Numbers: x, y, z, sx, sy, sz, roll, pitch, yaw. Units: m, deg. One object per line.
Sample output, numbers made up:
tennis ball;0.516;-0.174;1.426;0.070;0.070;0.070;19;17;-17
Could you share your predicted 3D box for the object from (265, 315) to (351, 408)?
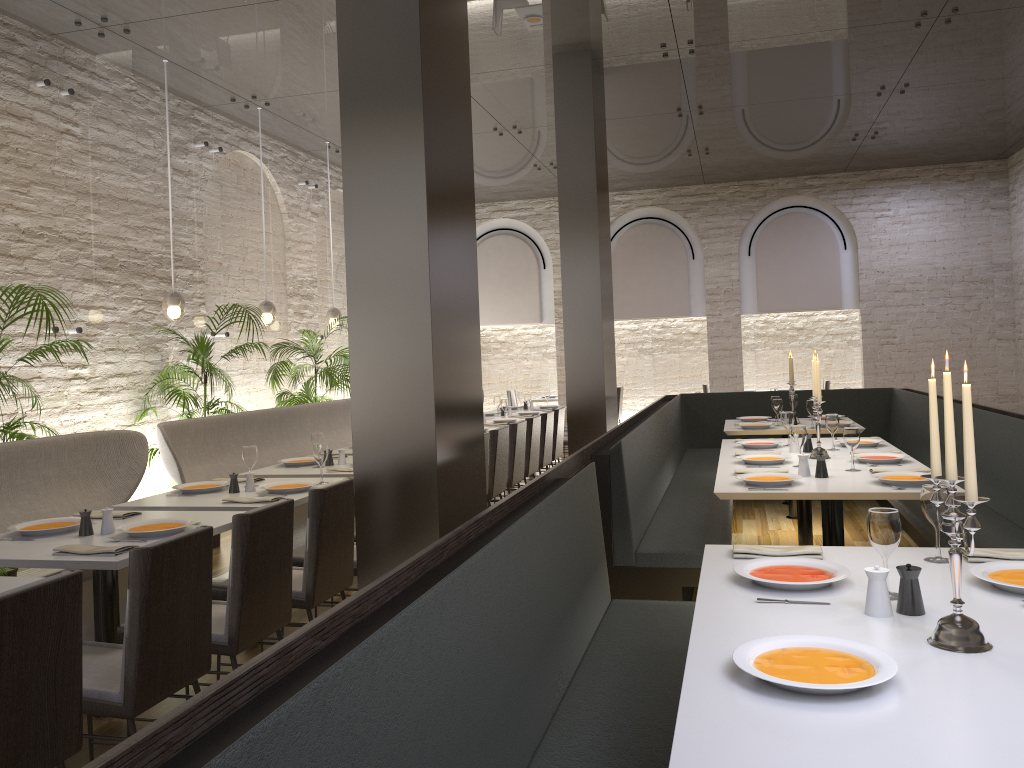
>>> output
object;-1.980;0.269;9.076;1.146;1.975;1.187;-2;0;-35

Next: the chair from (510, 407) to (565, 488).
chair;0.257;0.705;9.028;0.565;0.906;0.412;-2;0;14

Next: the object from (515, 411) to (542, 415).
object;0.196;0.345;10.360;0.322;0.036;0.321;-4;2;-38

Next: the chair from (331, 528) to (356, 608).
chair;-0.735;0.860;5.125;0.565;0.906;0.412;-2;0;14

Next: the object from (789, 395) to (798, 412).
object;2.600;0.215;8.175;0.086;0.231;0.086;-2;0;-16

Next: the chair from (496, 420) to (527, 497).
chair;-0.166;0.771;7.365;0.565;0.906;0.412;-2;0;14

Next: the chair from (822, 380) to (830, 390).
chair;4.523;0.406;13.396;0.565;0.906;0.412;-2;0;14

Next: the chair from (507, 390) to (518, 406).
chair;0.235;0.545;14.485;0.565;0.906;0.412;-2;0;14

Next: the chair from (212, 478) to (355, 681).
chair;-1.014;0.904;4.028;0.565;0.906;0.412;-2;0;14

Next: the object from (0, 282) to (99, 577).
object;-2.993;0.427;5.080;1.144;1.976;1.189;-2;0;45

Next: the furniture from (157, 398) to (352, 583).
furniture;-1.515;0.718;7.728;0.708;1.097;4.478;-2;2;14

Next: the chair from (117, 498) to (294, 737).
chair;-1.160;0.926;3.452;0.565;0.906;0.412;-2;0;14

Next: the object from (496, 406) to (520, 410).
object;-0.044;0.318;11.600;0.322;0.036;0.321;-4;2;-38

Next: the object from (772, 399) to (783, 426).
object;2.280;0.245;7.594;0.086;0.231;0.086;-2;-1;-40

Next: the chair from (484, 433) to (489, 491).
chair;-0.450;0.816;6.245;0.565;0.906;0.412;-2;0;14

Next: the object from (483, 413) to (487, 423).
object;-0.299;0.356;9.326;0.059;0.109;0.059;-2;0;-40

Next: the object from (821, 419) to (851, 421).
object;2.801;0.326;7.726;0.273;0.033;0.143;-2;2;14

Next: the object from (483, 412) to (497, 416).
object;-0.324;0.362;10.495;0.322;0.036;0.321;-4;2;-38

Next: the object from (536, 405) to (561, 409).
object;0.476;0.301;11.466;0.322;0.036;0.321;-4;2;-38

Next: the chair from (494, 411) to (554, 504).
chair;0.119;0.727;8.487;0.565;0.906;0.412;-2;0;14

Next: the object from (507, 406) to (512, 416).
object;-0.027;0.313;10.396;0.059;0.109;0.059;-2;0;-40

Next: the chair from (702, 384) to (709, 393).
chair;3.253;0.447;13.719;0.565;0.906;0.412;-2;0;14

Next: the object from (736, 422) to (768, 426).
object;2.098;0.353;7.752;0.273;0.033;0.143;-2;2;14

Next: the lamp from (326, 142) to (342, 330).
lamp;-1.967;-1.611;9.630;0.178;2.042;0.177;-2;-1;-7

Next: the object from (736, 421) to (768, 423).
object;2.136;0.347;7.902;0.273;0.033;0.143;-2;2;14

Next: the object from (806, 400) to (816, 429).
object;2.457;0.248;7.252;0.086;0.231;0.086;-2;-1;-40

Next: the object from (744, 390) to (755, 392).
object;3.602;0.113;13.636;0.322;0.036;0.321;-4;2;-41

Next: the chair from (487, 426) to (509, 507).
chair;-0.312;0.794;6.791;0.565;0.906;0.412;-2;0;14

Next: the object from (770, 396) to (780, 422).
object;2.391;0.227;8.034;0.086;0.231;0.086;-2;-1;-40

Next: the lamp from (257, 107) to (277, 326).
lamp;-2.316;-1.557;8.257;0.178;2.042;0.177;-2;-1;-1

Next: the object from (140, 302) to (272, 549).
object;-2.473;0.346;7.126;1.144;1.976;1.189;-2;0;45

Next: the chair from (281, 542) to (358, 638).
chair;-0.874;0.882;4.577;0.565;0.906;0.412;-2;0;14

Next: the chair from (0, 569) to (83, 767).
chair;-1.451;0.972;2.306;0.565;0.906;0.412;-2;0;14

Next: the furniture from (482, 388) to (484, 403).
furniture;-0.609;0.577;11.292;0.707;1.097;2.586;-2;1;14

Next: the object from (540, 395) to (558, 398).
object;0.598;0.209;14.399;0.322;0.036;0.321;-4;2;-41

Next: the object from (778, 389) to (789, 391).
object;4.122;0.096;13.502;0.322;0.036;0.321;-4;2;-41

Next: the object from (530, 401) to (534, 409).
object;0.254;0.270;11.501;0.059;0.109;0.059;-2;0;-40

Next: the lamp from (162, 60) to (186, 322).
lamp;-2.661;-1.503;6.898;0.177;2.042;0.178;-3;-1;35

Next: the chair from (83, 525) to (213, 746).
chair;-1.299;0.948;2.904;0.565;0.906;0.412;-2;0;14

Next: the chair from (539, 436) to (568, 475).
chair;0.604;0.651;10.394;0.565;0.906;0.412;-2;0;14

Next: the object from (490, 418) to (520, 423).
object;-0.076;0.387;9.291;0.322;0.036;0.321;-4;2;-38

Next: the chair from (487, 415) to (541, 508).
chair;-0.026;0.749;7.916;0.565;0.906;0.412;-2;0;14

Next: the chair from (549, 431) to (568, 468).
chair;0.742;0.629;10.937;0.565;0.906;0.412;-2;0;14

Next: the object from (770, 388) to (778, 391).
object;2.872;0.159;9.691;0.086;0.231;0.086;-3;-1;44

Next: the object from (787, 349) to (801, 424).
object;2.453;0.019;7.766;0.131;0.657;0.390;-3;0;25

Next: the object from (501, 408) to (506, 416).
object;-0.106;0.317;10.369;0.059;0.109;0.059;-2;0;-40

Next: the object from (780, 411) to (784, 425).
object;2.352;0.296;7.679;0.069;0.127;0.069;-2;0;-34

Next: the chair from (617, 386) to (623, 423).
chair;1.506;0.504;14.162;0.565;0.906;0.412;-2;0;14

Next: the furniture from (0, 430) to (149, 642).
furniture;-2.658;0.896;3.231;0.708;1.097;4.478;-2;2;14

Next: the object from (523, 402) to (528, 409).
object;0.175;0.274;11.474;0.059;0.109;0.059;-2;0;-40

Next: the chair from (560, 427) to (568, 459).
chair;0.884;0.607;11.497;0.565;0.906;0.412;-2;0;14
